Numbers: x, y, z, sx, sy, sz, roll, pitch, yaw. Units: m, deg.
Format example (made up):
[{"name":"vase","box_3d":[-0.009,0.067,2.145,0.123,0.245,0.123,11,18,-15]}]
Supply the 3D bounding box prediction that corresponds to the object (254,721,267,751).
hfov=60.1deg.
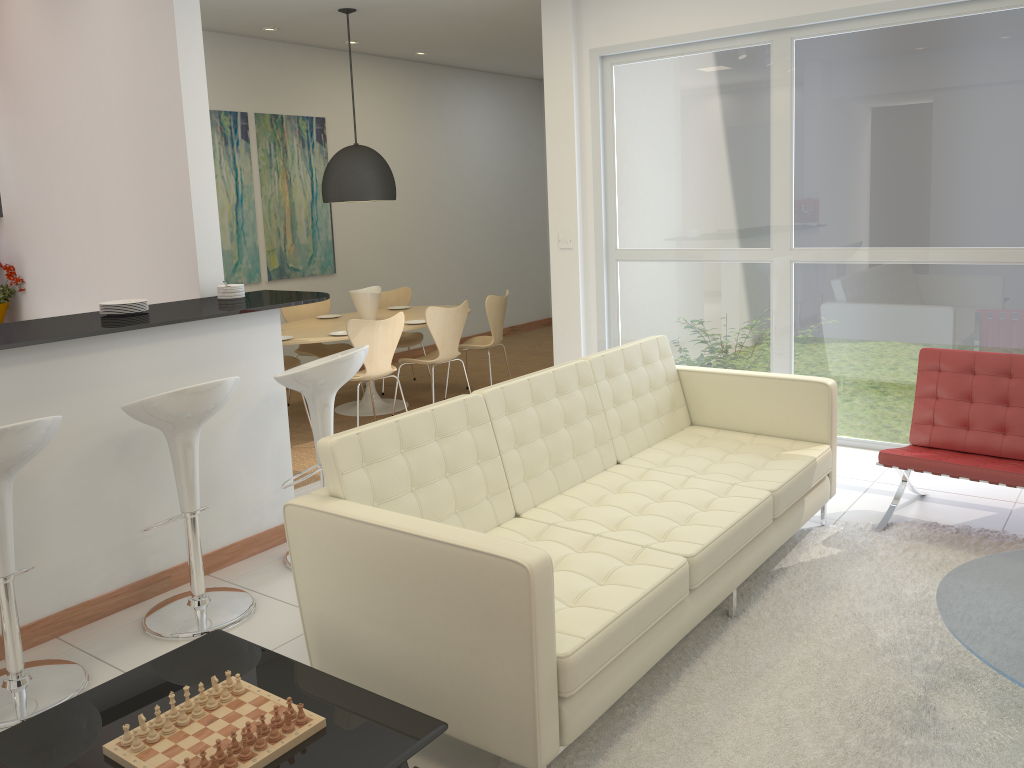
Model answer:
[{"name":"object","box_3d":[-0.576,0.799,2.019,0.030,0.063,0.030,6,12,44]}]

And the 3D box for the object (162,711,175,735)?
[{"name":"object","box_3d":[-0.816,0.801,2.098,0.030,0.049,0.030,6,13,44]}]

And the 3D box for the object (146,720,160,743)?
[{"name":"object","box_3d":[-0.840,0.808,2.067,0.030,0.049,0.030,6,13,44]}]

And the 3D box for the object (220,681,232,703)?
[{"name":"object","box_3d":[-0.721,0.770,2.225,0.030,0.049,0.030,6,13,44]}]

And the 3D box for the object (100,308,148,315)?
[{"name":"object","box_3d":[-1.802,-0.334,4.118,0.210,0.015,0.212,-4,12,-9]}]

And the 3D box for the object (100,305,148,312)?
[{"name":"object","box_3d":[-1.803,-0.348,4.116,0.210,0.015,0.212,-4,12,-9]}]

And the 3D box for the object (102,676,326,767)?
[{"name":"object","box_3d":[-0.699,0.832,2.092,0.361,0.021,0.363,6,14,36]}]

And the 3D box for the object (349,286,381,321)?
[{"name":"object","box_3d":[-1.198,-0.653,7.293,0.271,0.277,0.263,-6,10,-18]}]

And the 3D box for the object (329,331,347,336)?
[{"name":"object","box_3d":[-1.256,-0.375,6.601,0.211,0.015,0.212,-8,13,-26]}]

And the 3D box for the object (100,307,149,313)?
[{"name":"object","box_3d":[-1.802,-0.341,4.117,0.210,0.015,0.212,-4,12,-9]}]

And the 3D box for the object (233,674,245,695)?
[{"name":"object","box_3d":[-0.697,0.763,2.257,0.030,0.049,0.030,6,13,44]}]

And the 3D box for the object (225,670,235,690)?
[{"name":"object","box_3d":[-0.730,0.762,2.281,0.030,0.043,0.030,7,13,44]}]

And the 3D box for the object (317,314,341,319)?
[{"name":"object","box_3d":[-1.588,-0.581,7.672,0.211,0.015,0.211,-11,14,-35]}]

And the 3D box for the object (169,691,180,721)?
[{"name":"object","box_3d":[-0.825,0.780,2.152,0.030,0.069,0.030,6,12,44]}]

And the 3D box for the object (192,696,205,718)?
[{"name":"object","box_3d":[-0.769,0.785,2.162,0.030,0.049,0.030,6,13,44]}]

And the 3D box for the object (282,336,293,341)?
[{"name":"object","box_3d":[-1.707,-0.329,6.468,0.211,0.015,0.211,-9,13,-31]}]

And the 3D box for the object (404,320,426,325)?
[{"name":"object","box_3d":[-0.759,-0.490,7.058,0.210,0.015,0.212,-4,12,-7]}]

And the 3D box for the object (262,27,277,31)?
[{"name":"object","box_3d":[-2.067,-3.026,7.552,0.129,0.010,0.130,-4,12,-8]}]

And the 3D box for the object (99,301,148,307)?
[{"name":"object","box_3d":[-1.803,-0.368,4.113,0.210,0.015,0.212,-4,12,-9]}]

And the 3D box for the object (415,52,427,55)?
[{"name":"object","box_3d":[-0.934,-3.386,9.070,0.129,0.010,0.130,-4,12,-8]}]

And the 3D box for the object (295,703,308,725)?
[{"name":"object","box_3d":[-0.504,0.787,2.115,0.030,0.043,0.030,7,13,44]}]

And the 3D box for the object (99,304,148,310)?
[{"name":"object","box_3d":[-1.803,-0.355,4.115,0.210,0.015,0.212,-4,12,-9]}]

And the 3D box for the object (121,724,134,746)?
[{"name":"object","box_3d":[-0.895,0.815,2.059,0.030,0.043,0.030,7,13,44]}]

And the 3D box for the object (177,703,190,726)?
[{"name":"object","box_3d":[-0.792,0.793,2.130,0.030,0.049,0.030,6,13,44]}]

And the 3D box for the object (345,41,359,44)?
[{"name":"object","box_3d":[-1.501,-3.206,8.311,0.129,0.010,0.130,-4,12,-8]}]

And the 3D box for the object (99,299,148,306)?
[{"name":"object","box_3d":[-1.804,-0.375,4.112,0.210,0.015,0.212,-4,12,-9]}]

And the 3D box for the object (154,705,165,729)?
[{"name":"object","box_3d":[-0.848,0.794,2.122,0.030,0.054,0.030,6,13,44]}]

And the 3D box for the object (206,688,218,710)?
[{"name":"object","box_3d":[-0.745,0.778,2.194,0.030,0.049,0.030,6,13,44]}]

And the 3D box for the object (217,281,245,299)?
[{"name":"object","box_3d":[-1.497,-0.504,4.670,0.140,0.097,0.175,3,12,29]}]

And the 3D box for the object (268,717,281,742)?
[{"name":"object","box_3d":[-0.552,0.796,2.051,0.030,0.054,0.030,6,13,44]}]

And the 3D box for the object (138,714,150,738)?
[{"name":"object","box_3d":[-0.872,0.803,2.090,0.030,0.052,0.030,3,11,29]}]

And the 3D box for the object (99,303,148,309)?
[{"name":"object","box_3d":[-1.803,-0.362,4.114,0.210,0.015,0.212,-4,12,-9]}]

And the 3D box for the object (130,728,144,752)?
[{"name":"object","box_3d":[-0.863,0.816,2.035,0.030,0.049,0.030,6,13,44]}]

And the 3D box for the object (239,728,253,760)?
[{"name":"object","box_3d":[-0.600,0.804,1.987,0.030,0.069,0.030,6,12,44]}]

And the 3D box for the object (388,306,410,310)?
[{"name":"object","box_3d":[-1.037,-0.695,8.109,0.210,0.015,0.212,1,12,15]}]

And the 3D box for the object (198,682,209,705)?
[{"name":"object","box_3d":[-0.777,0.772,2.217,0.030,0.054,0.030,6,13,44]}]

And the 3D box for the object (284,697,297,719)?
[{"name":"object","box_3d":[-0.537,0.780,2.139,0.030,0.049,0.030,6,13,44]}]

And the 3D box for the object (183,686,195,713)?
[{"name":"object","box_3d":[-0.801,0.775,2.184,0.030,0.063,0.030,6,12,44]}]
